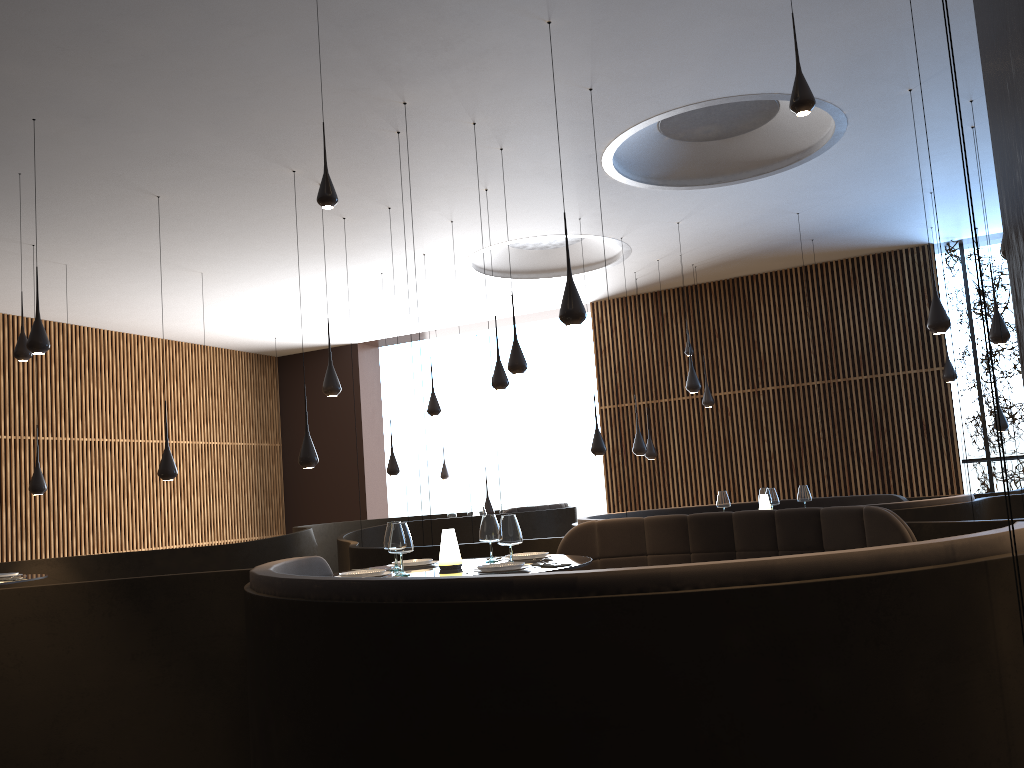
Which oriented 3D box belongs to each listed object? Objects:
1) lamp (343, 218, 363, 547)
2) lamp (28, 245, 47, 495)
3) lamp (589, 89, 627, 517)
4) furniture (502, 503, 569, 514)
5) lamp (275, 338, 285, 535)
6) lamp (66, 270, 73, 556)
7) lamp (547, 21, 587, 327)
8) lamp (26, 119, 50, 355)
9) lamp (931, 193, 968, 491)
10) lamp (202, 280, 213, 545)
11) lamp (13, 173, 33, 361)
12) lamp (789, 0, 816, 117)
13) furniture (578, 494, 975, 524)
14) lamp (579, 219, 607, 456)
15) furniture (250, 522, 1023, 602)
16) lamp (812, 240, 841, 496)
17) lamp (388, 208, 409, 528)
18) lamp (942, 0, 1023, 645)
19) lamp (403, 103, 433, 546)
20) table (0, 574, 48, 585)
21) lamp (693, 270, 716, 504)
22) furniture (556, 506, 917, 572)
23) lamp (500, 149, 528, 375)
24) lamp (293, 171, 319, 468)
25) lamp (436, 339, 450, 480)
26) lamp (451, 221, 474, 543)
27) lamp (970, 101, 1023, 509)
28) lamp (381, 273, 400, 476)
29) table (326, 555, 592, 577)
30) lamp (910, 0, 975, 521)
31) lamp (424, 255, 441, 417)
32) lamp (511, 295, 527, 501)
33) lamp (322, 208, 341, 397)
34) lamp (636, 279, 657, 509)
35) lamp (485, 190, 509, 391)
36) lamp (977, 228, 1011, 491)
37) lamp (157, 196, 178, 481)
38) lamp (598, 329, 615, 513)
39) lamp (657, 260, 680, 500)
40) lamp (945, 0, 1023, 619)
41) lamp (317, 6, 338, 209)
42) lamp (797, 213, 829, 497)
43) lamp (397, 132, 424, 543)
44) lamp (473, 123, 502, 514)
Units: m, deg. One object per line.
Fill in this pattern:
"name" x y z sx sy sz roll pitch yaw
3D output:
"lamp" -1.739 1.168 10.071 0.196 6.260 0.196 -1 -6 -29
"lamp" -5.583 -0.185 10.392 0.196 2.953 0.196 -9 -8 41
"lamp" 0.893 0.613 7.196 0.196 6.260 0.196 -1 -7 -29
"furniture" 0.328 2.302 12.925 0.932 1.057 2.536 -7 -7 22
"lamp" -3.358 2.408 13.120 0.196 6.260 0.196 -9 -8 41
"lamp" -5.533 1.280 11.127 0.196 6.260 0.196 -9 -8 41
"lamp" 0.349 -1.505 6.281 0.196 2.218 0.196 -2 -6 -19
"lamp" -3.434 -1.075 6.399 0.153 1.732 0.153 -3 -6 -9
"lamp" 5.442 0.729 10.718 0.196 6.260 0.196 -2 -6 -19
"lamp" -4.080 1.281 11.972 0.196 6.260 0.196 -9 -8 41
"lamp" -3.842 -0.922 6.943 0.132 1.495 0.132 -8 -7 31
"lamp" 1.461 -2.152 4.683 0.133 1.505 0.133 -6 -6 21
"furniture" 2.612 1.819 9.147 3.790 1.115 3.891 -4 -7 1
"lamp" 0.952 -0.594 10.907 0.196 2.953 0.196 -3 -6 -9
"furniture" 0.270 1.259 3.841 3.938 1.044 1.984 -7 -7 23
"lamp" 4.578 1.020 12.523 0.196 6.260 0.196 -4 -6 1
"lamp" -1.174 1.096 9.828 0.196 6.260 0.196 -8 -7 31
"lamp" 1.742 0.696 3.058 0.196 6.260 0.196 -2 -6 -19
"lamp" -0.682 0.729 7.205 0.196 6.260 0.196 -5 -6 11
"table" -4.843 2.215 7.467 1.675 1.021 1.674 -9 -8 34
"lamp" 3.037 1.252 13.473 0.196 6.260 0.196 -8 -7 34
"furniture" 1.406 1.407 5.948 2.535 1.057 0.932 -8 -8 31
"lamp" -0.022 -1.191 8.546 0.196 2.218 0.196 -6 -6 21
"lamp" -2.066 -0.655 8.694 0.196 2.953 0.196 -8 -7 31
"lamp" -1.406 0.407 17.462 0.196 2.953 0.196 0 -7 -39
"lamp" -0.505 1.131 10.486 0.196 6.260 0.196 -8 -7 31
"lamp" 4.539 0.452 8.011 0.196 6.260 0.196 -1 -6 -29
"lamp" -1.797 -0.153 12.813 0.196 2.953 0.196 -1 -7 -29
"table" -0.325 1.599 5.195 1.672 1.021 1.677 0 -8 -29
"lamp" 2.892 0.277 5.687 0.196 6.260 0.196 -1 -6 -29
"lamp" -1.121 -0.667 12.026 0.196 2.218 0.196 -1 -7 -29
"lamp" 0.218 1.607 14.665 0.196 6.260 0.196 -4 -6 1
"lamp" -1.914 -0.975 9.145 0.196 2.218 0.196 -1 -7 -29
"lamp" 2.254 1.393 14.140 0.196 6.260 0.196 -8 -7 34
"lamp" -0.202 -1.034 9.655 0.196 2.218 0.196 -8 -7 31
"lamp" 6.970 0.849 12.546 0.196 6.260 0.196 0 -7 -39
"lamp" -3.587 -0.491 9.116 0.196 2.953 0.196 -1 -7 -29
"lamp" 1.703 2.177 14.721 0.196 6.260 0.196 -4 -6 1
"lamp" 2.425 1.242 13.041 0.196 6.260 0.196 0 -7 -36
"lamp" 1.527 0.011 2.802 0.196 6.260 0.196 -2 -6 -19
"lamp" -1.198 -1.842 5.579 0.133 1.505 0.133 -6 -6 21
"lamp" 3.933 0.897 11.181 0.196 6.260 0.196 -2 -6 -19
"lamp" -0.810 0.811 7.784 0.196 6.260 0.196 -5 -6 11
"lamp" -0.115 0.752 7.712 0.196 6.260 0.196 0 -7 -39
